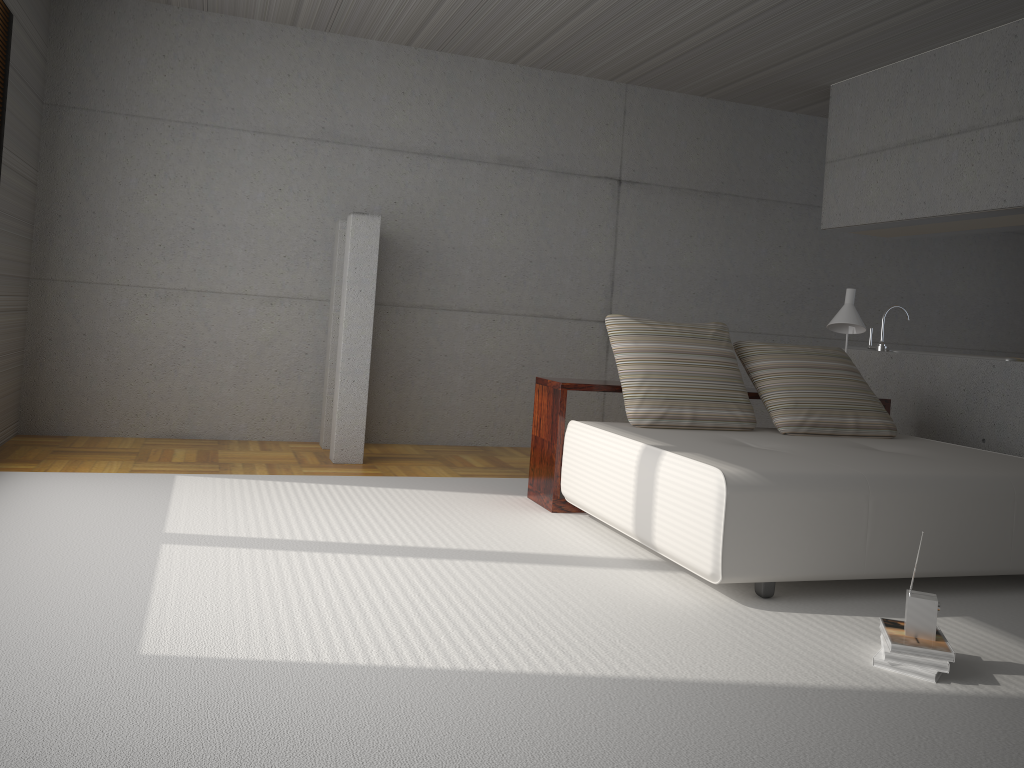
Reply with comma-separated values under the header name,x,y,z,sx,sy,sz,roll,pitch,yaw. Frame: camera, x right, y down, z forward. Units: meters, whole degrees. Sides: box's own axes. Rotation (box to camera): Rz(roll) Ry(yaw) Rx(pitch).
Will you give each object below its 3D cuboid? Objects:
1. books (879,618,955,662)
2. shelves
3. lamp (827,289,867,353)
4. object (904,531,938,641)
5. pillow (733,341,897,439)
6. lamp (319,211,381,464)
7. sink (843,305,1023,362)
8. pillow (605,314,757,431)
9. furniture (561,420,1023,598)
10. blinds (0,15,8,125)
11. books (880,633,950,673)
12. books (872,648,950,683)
name,x,y,z,sx,sy,sz,roll,pitch,yaw
books,1.332,0.842,2.920,0.189,0.032,0.265,5,4,15
shelves,1.242,0.384,5.403,2.247,0.716,0.401,3,1,-19
lamp,2.194,-0.279,5.749,0.322,0.700,0.245,4,0,-38
object,1.341,0.647,2.876,0.090,0.366,0.185,4,0,22
pillow,1.779,0.030,5.206,0.805,0.517,0.579,3,2,-18
lamp,-1.165,-0.343,6.311,0.200,1.692,0.799,4,0,-19
sink,3.152,-0.284,6.417,0.765,0.539,1.708,3,4,-19
pillow,0.958,-0.064,4.981,0.799,0.610,0.491,3,1,-19
furniture,1.540,0.569,4.456,2.165,0.522,1.618,3,4,-19
blinds,-2.560,-0.995,3.668,0.012,2.044,3.543,4,3,-19
books,1.323,0.874,2.915,0.189,0.032,0.264,6,4,20
books,1.321,0.906,2.915,0.189,0.032,0.264,7,5,35
